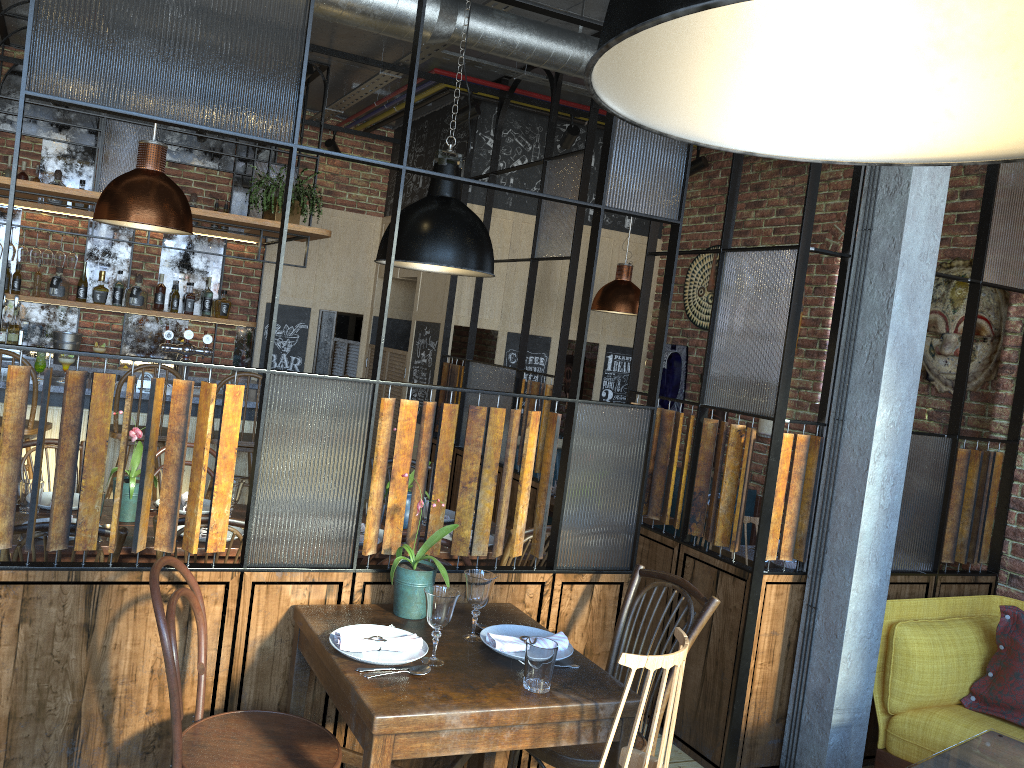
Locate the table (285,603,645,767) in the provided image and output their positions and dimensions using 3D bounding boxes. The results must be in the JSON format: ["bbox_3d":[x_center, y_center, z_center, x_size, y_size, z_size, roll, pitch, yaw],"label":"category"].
[{"bbox_3d":[-0.203,1.102,2.491,0.723,0.726,0.778,6,3,-26],"label":"table"}]

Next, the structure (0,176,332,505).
[{"bbox_3d":[-2.757,-0.151,6.321,2.255,2.172,1.805,6,3,-25],"label":"structure"}]

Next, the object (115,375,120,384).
[{"bbox_3d":[-2.642,-0.032,5.888,0.041,0.059,0.043,7,3,-15],"label":"object"}]

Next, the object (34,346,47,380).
[{"bbox_3d":[-2.976,-0.135,5.563,0.065,0.211,0.072,5,3,-43],"label":"object"}]

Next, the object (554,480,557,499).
[{"bbox_3d":[0.313,0.691,5.745,0.088,0.119,0.080,9,3,33],"label":"object"}]

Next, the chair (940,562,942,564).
[{"bbox_3d":[1.989,1.177,4.335,0.548,0.920,0.440,7,2,-3],"label":"chair"}]

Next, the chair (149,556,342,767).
[{"bbox_3d":[-0.722,0.947,2.337,0.548,0.920,0.440,7,2,-3],"label":"chair"}]

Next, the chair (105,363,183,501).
[{"bbox_3d":[-2.303,0.448,5.459,0.417,1.194,0.430,6,3,-32],"label":"chair"}]

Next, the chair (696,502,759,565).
[{"bbox_3d":[0.986,1.041,3.846,0.430,1.005,0.561,5,3,-39],"label":"chair"}]

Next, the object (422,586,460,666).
[{"bbox_3d":[-0.199,0.647,2.349,0.102,0.191,0.095,8,3,22],"label":"object"}]

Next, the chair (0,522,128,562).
[{"bbox_3d":[-1.464,0.829,2.815,0.393,0.914,0.538,6,3,-22],"label":"chair"}]

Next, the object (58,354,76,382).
[{"bbox_3d":[-2.837,-0.113,5.604,0.106,0.197,0.105,7,2,2],"label":"object"}]

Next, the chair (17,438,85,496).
[{"bbox_3d":[-1.901,0.726,3.724,0.547,0.914,0.386,9,3,39],"label":"chair"}]

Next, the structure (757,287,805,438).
[{"bbox_3d":[1.709,-0.210,5.666,0.090,1.119,0.240,6,3,-27],"label":"structure"}]

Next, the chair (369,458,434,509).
[{"bbox_3d":[-0.527,0.862,4.373,0.393,0.914,0.538,6,3,-22],"label":"chair"}]

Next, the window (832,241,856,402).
[{"bbox_3d":[1.569,-0.256,0.987,3.586,2.428,8.177,9,3,29],"label":"window"}]

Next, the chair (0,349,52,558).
[{"bbox_3d":[-2.959,0.384,5.133,0.431,1.194,0.416,7,2,-7],"label":"chair"}]

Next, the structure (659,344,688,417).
[{"bbox_3d":[1.180,-0.023,6.653,0.110,0.559,0.336,6,3,-27],"label":"structure"}]

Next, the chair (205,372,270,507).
[{"bbox_3d":[-1.783,0.501,5.689,0.421,1.194,0.426,6,3,-22],"label":"chair"}]

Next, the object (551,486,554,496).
[{"bbox_3d":[0.266,0.710,5.921,0.314,0.051,0.278,6,3,-22],"label":"object"}]

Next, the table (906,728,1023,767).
[{"bbox_3d":[1.623,1.446,2.374,0.715,0.508,0.981,5,4,-41],"label":"table"}]

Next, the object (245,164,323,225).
[{"bbox_3d":[-1.466,-1.251,5.914,0.636,0.369,0.475,10,4,42],"label":"object"}]

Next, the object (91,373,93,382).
[{"bbox_3d":[-2.763,-0.043,5.826,0.040,0.059,0.044,5,3,-36],"label":"object"}]

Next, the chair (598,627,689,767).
[{"bbox_3d":[0.121,1.031,2.018,0.472,1.005,0.511,9,3,36],"label":"chair"}]

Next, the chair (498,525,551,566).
[{"bbox_3d":[-0.096,0.959,3.565,0.386,0.914,0.547,5,3,-41],"label":"chair"}]

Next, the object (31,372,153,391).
[{"bbox_3d":[-2.659,-0.044,5.647,0.740,0.106,0.208,6,3,-24],"label":"object"}]

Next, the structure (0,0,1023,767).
[{"bbox_3d":[-1.886,-0.517,4.391,5.570,3.324,6.327,5,4,-42],"label":"structure"}]

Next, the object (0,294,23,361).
[{"bbox_3d":[-3.838,-0.438,6.625,0.299,0.491,0.212,6,3,-25],"label":"object"}]

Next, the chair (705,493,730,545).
[{"bbox_3d":[1.203,1.068,4.541,0.544,0.914,0.388,9,3,29],"label":"chair"}]

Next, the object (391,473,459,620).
[{"bbox_3d":[-0.275,0.500,2.706,0.212,0.426,0.137,8,2,9],"label":"object"}]

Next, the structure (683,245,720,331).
[{"bbox_3d":[1.437,-0.690,6.324,0.076,0.619,0.689,6,3,-29],"label":"structure"}]

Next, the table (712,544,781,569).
[{"bbox_3d":[1.433,1.218,4.136,0.723,0.726,0.778,6,3,-26],"label":"table"}]

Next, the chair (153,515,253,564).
[{"bbox_3d":[-1.128,0.855,3.111,0.393,0.914,0.538,6,3,-22],"label":"chair"}]

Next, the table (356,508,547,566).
[{"bbox_3d":[-0.510,0.990,3.869,0.994,0.727,0.755,6,3,-25],"label":"table"}]

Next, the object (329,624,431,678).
[{"bbox_3d":[-0.352,0.698,2.363,0.261,0.051,0.336,6,3,-23],"label":"object"}]

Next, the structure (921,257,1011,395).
[{"bbox_3d":[2.293,-0.298,4.564,0.122,0.726,0.612,6,3,-28],"label":"structure"}]

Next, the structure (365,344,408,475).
[{"bbox_3d":[-2.617,0.084,5.829,1.331,0.994,4.766,9,4,38],"label":"structure"}]

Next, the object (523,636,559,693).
[{"bbox_3d":[0.070,0.721,2.258,0.080,0.119,0.088,5,3,-36],"label":"object"}]

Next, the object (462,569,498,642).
[{"bbox_3d":[-0.103,0.647,2.566,0.103,0.191,0.094,9,3,40],"label":"object"}]

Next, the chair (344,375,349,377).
[{"bbox_3d":[-1.439,0.506,6.394,0.402,1.194,0.446,7,2,-17],"label":"chair"}]

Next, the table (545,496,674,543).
[{"bbox_3d":[0.489,1.075,5.784,0.717,0.602,0.772,6,3,-26],"label":"table"}]

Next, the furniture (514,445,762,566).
[{"bbox_3d":[0.584,0.958,6.095,1.438,0.822,1.497,6,3,-26],"label":"furniture"}]

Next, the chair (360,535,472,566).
[{"bbox_3d":[-0.413,0.938,3.213,0.432,0.920,0.557,7,2,-9],"label":"chair"}]

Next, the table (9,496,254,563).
[{"bbox_3d":[-1.505,0.889,3.429,0.994,0.727,0.755,6,3,-25],"label":"table"}]

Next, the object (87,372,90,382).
[{"bbox_3d":[-2.807,-0.048,5.807,0.040,0.059,0.044,5,3,-36],"label":"object"}]

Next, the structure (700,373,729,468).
[{"bbox_3d":[1.390,0.259,6.164,0.154,0.655,0.270,6,3,-27],"label":"structure"}]

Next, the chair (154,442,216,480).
[{"bbox_3d":[-1.530,0.759,3.978,0.432,0.920,0.557,7,2,-9],"label":"chair"}]

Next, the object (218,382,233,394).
[{"bbox_3d":[-1.974,0.027,6.048,0.095,0.091,0.169,9,4,39],"label":"object"}]

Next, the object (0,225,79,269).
[{"bbox_3d":[-2.981,-0.856,5.521,0.480,0.207,0.068,6,3,-24],"label":"object"}]

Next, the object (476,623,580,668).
[{"bbox_3d":[0.034,0.736,2.548,0.261,0.051,0.336,6,3,-23],"label":"object"}]

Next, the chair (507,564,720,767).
[{"bbox_3d":[0.264,1.049,2.722,0.500,0.914,0.422,6,3,-31],"label":"chair"}]
